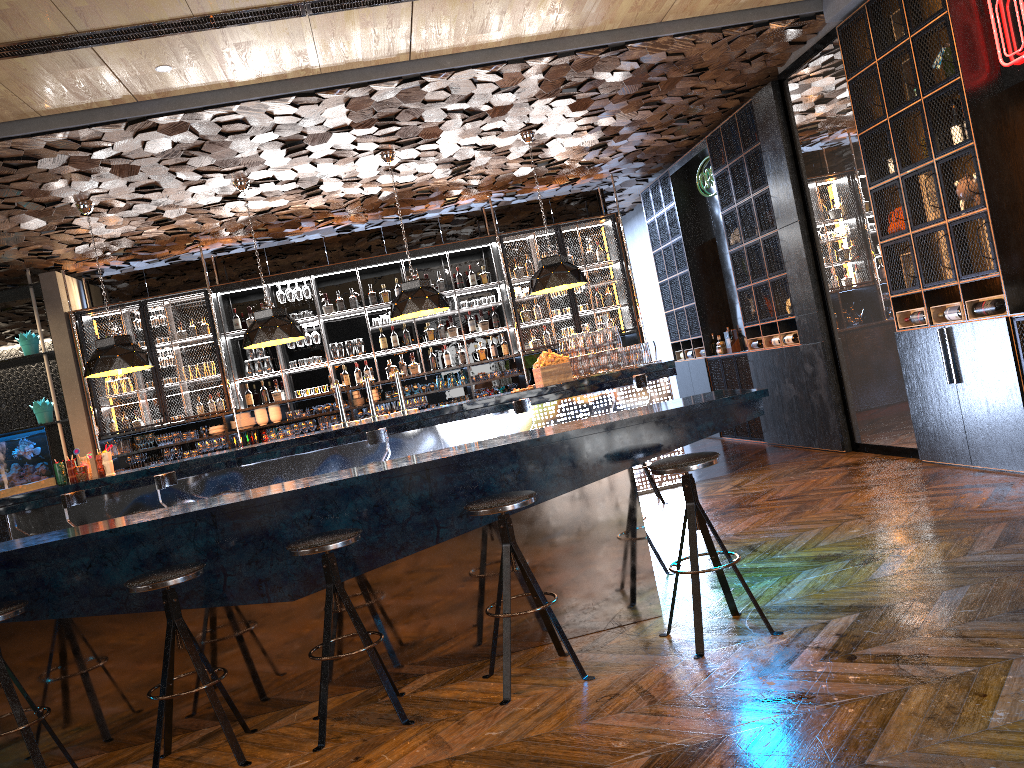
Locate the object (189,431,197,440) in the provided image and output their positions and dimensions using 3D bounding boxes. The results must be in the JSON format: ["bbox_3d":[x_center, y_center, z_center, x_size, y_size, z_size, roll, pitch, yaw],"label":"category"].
[{"bbox_3d":[-3.783,0.609,10.515,0.078,0.099,0.078,-12,1,-41],"label":"object"}]

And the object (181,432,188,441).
[{"bbox_3d":[-3.881,0.627,10.509,0.078,0.103,0.078,-11,1,35],"label":"object"}]

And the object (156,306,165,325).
[{"bbox_3d":[-4.220,-0.821,10.637,0.081,0.213,0.081,-12,0,-2],"label":"object"}]

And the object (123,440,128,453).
[{"bbox_3d":[-4.585,0.743,10.478,0.058,0.152,0.051,-12,0,-4],"label":"object"}]

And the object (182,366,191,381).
[{"bbox_3d":[-3.916,-0.126,10.690,0.092,0.182,0.092,-12,0,-13],"label":"object"}]

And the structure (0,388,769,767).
[{"bbox_3d":[-1.063,1.008,4.443,4.941,0.998,0.673,-12,0,-8],"label":"structure"}]

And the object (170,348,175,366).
[{"bbox_3d":[-4.140,-0.328,10.784,0.081,0.213,0.081,-12,0,-2],"label":"object"}]

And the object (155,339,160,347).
[{"bbox_3d":[-4.321,-0.499,10.784,0.077,0.080,0.077,-12,1,-42],"label":"object"}]

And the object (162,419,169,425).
[{"bbox_3d":[-4.154,0.450,10.636,0.077,0.080,0.077,-12,1,-22],"label":"object"}]

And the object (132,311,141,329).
[{"bbox_3d":[-4.486,-0.766,10.600,0.081,0.213,0.081,-12,0,-2],"label":"object"}]

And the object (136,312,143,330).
[{"bbox_3d":[-4.505,-0.764,10.743,0.081,0.213,0.081,-12,0,-2],"label":"object"}]

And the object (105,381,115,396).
[{"bbox_3d":[-4.814,0.058,10.613,0.092,0.182,0.092,-12,0,-13],"label":"object"}]

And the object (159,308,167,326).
[{"bbox_3d":[-4.240,-0.818,10.779,0.081,0.213,0.081,-12,0,-2],"label":"object"}]

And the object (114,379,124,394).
[{"bbox_3d":[-4.713,0.037,10.628,0.092,0.182,0.092,-12,0,-13],"label":"object"}]

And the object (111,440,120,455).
[{"bbox_3d":[-4.666,0.749,10.426,0.067,0.174,0.067,-11,1,31],"label":"object"}]

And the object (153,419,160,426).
[{"bbox_3d":[-4.257,0.471,10.634,0.077,0.080,0.077,-11,1,32],"label":"object"}]

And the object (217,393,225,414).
[{"bbox_3d":[-3.551,0.233,10.793,0.075,0.260,0.075,-11,1,41],"label":"object"}]

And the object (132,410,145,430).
[{"bbox_3d":[-4.490,0.435,10.646,0.108,0.244,0.108,-11,0,6],"label":"object"}]

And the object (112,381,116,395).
[{"bbox_3d":[-4.837,0.062,10.713,0.092,0.182,0.092,-12,0,-13],"label":"object"}]

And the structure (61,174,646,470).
[{"bbox_3d":[-1.659,-0.226,10.861,6.750,3.553,1.143,-12,0,-8],"label":"structure"}]

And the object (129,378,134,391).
[{"bbox_3d":[-4.638,0.021,10.725,0.092,0.182,0.092,-12,0,-13],"label":"object"}]

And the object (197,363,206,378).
[{"bbox_3d":[-3.757,-0.158,10.736,0.092,0.182,0.092,-12,0,-13],"label":"object"}]

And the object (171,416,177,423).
[{"bbox_3d":[-4.091,0.436,10.731,0.077,0.080,0.077,-12,1,-42],"label":"object"}]

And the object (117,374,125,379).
[{"bbox_3d":[-4.704,-0.151,10.639,0.092,0.182,0.092,-12,0,-13],"label":"object"}]

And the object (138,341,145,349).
[{"bbox_3d":[-4.454,-0.471,10.679,0.077,0.080,0.077,-12,0,-17],"label":"object"}]

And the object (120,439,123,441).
[{"bbox_3d":[-4.709,0.755,10.676,0.067,0.174,0.067,-11,1,32],"label":"object"}]

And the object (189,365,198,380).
[{"bbox_3d":[-3.875,-0.135,10.797,0.092,0.182,0.092,-12,0,-13],"label":"object"}]

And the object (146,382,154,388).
[{"bbox_3d":[-4.359,0.017,10.686,0.077,0.080,0.077,-11,0,4],"label":"object"}]

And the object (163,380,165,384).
[{"bbox_3d":[-4.210,-0.014,10.767,0.077,0.080,0.077,-12,1,-43],"label":"object"}]

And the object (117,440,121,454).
[{"bbox_3d":[-4.683,0.752,10.501,0.067,0.174,0.067,-11,0,18],"label":"object"}]

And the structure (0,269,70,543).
[{"bbox_3d":[-7.235,0.822,10.279,4.269,3.734,0.705,-12,0,-8],"label":"structure"}]

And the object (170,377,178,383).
[{"bbox_3d":[-4.109,-0.035,10.787,0.077,0.080,0.077,-12,0,-12],"label":"object"}]

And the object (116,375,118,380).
[{"bbox_3d":[-4.819,-0.128,10.714,0.092,0.182,0.092,-12,0,-13],"label":"object"}]

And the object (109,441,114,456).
[{"bbox_3d":[-4.749,0.765,10.479,0.067,0.174,0.067,-11,1,33],"label":"object"}]

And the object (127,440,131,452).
[{"bbox_3d":[-4.594,0.744,10.598,0.051,0.152,0.058,-11,1,19],"label":"object"}]

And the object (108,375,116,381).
[{"bbox_3d":[-4.801,-0.131,10.618,0.092,0.182,0.092,-12,0,-13],"label":"object"}]

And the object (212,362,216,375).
[{"bbox_3d":[-3.665,-0.178,10.822,0.092,0.182,0.092,-12,0,-13],"label":"object"}]

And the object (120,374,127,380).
[{"bbox_3d":[-4.718,-0.148,10.717,0.092,0.182,0.092,-12,0,-13],"label":"object"}]

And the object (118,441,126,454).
[{"bbox_3d":[-4.581,0.743,10.419,0.051,0.152,0.058,-12,0,-3],"label":"object"}]

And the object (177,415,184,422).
[{"bbox_3d":[-3.994,0.417,10.689,0.077,0.080,0.077,-12,1,-19],"label":"object"}]

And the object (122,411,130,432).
[{"bbox_3d":[-4.624,0.453,10.617,0.075,0.260,0.075,-11,1,26],"label":"object"}]

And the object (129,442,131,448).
[{"bbox_3d":[-4.616,0.748,10.654,0.051,0.152,0.058,-11,0,16],"label":"object"}]

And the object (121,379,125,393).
[{"bbox_3d":[-4.732,0.041,10.721,0.092,0.182,0.092,-12,0,-13],"label":"object"}]

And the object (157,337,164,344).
[{"bbox_3d":[-4.221,-0.518,10.646,0.077,0.080,0.077,-11,1,28],"label":"object"}]

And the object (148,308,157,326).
[{"bbox_3d":[-4.308,-0.803,10.625,0.081,0.213,0.081,-12,0,-2],"label":"object"}]

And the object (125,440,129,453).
[{"bbox_3d":[-4.589,0.744,10.539,0.051,0.152,0.058,-11,1,44],"label":"object"}]

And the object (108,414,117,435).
[{"bbox_3d":[-4.790,0.487,10.622,0.075,0.261,0.075,-11,1,41],"label":"object"}]

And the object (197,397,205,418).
[{"bbox_3d":[-3.784,0.282,10.760,0.075,0.261,0.075,-11,1,41],"label":"object"}]

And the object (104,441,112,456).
[{"bbox_3d":[-4.742,0.764,10.404,0.067,0.174,0.067,-11,0,0],"label":"object"}]

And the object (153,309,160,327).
[{"bbox_3d":[-4.327,-0.800,10.767,0.081,0.213,0.081,-12,0,-2],"label":"object"}]

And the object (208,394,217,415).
[{"bbox_3d":[-3.654,0.254,10.800,0.075,0.260,0.075,-11,1,41],"label":"object"}]

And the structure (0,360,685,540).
[{"bbox_3d":[-1.435,0.701,8.374,6.009,1.685,1.214,-12,0,-8],"label":"structure"}]

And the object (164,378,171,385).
[{"bbox_3d":[-4.128,-0.030,10.626,0.077,0.080,0.077,-12,0,-12],"label":"object"}]

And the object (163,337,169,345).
[{"bbox_3d":[-4.216,-0.520,10.809,0.077,0.080,0.077,-11,1,28],"label":"object"}]

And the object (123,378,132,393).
[{"bbox_3d":[-4.614,0.017,10.630,0.092,0.182,0.092,-12,0,-13],"label":"object"}]

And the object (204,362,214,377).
[{"bbox_3d":[-3.662,-0.178,10.728,0.092,0.182,0.092,-12,0,-13],"label":"object"}]
